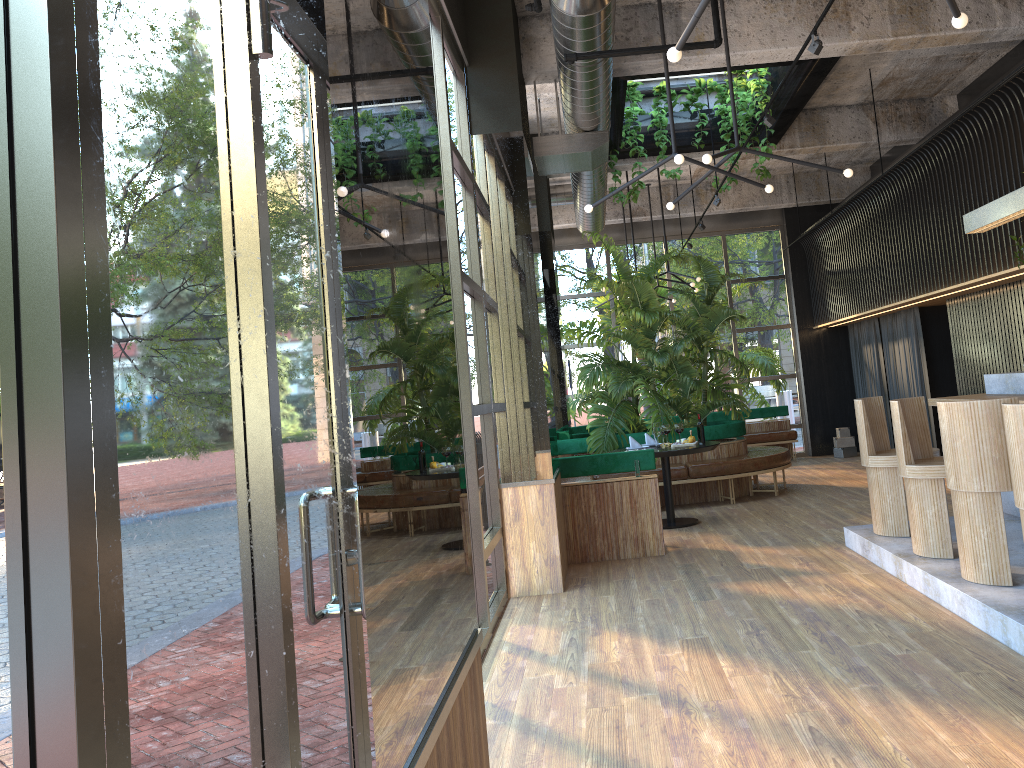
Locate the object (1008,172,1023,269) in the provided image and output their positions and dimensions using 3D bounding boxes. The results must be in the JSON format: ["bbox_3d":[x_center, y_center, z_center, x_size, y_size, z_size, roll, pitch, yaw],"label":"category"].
[{"bbox_3d":[3.874,-0.734,6.205,0.639,1.556,0.612,-9,-6,41],"label":"object"}]

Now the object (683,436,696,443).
[{"bbox_3d":[1.739,0.544,8.716,0.099,0.064,0.162,-4,-2,-26],"label":"object"}]

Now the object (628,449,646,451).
[{"bbox_3d":[1.202,0.633,8.488,0.255,0.019,0.157,-5,-1,2],"label":"object"}]

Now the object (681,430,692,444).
[{"bbox_3d":[1.700,0.516,8.628,0.143,0.124,0.097,-4,-4,-17],"label":"object"}]

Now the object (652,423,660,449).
[{"bbox_3d":[1.413,0.502,8.655,0.095,0.246,0.090,-4,-5,-14],"label":"object"}]

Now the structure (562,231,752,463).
[{"bbox_3d":[1.797,-0.283,11.121,2.486,3.451,2.600,-4,-4,-12],"label":"structure"}]

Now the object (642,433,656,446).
[{"bbox_3d":[1.435,0.566,9.073,0.239,0.139,0.226,-5,-2,-13],"label":"object"}]

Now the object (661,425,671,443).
[{"bbox_3d":[1.565,0.516,8.996,0.104,0.202,0.100,-4,-4,-8],"label":"object"}]

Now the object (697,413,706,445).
[{"bbox_3d":[1.824,0.435,8.593,0.066,0.300,0.070,-7,-5,19],"label":"object"}]

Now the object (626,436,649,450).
[{"bbox_3d":[1.232,0.580,8.749,0.239,0.139,0.226,-5,-2,-13],"label":"object"}]

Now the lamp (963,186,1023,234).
[{"bbox_3d":[4.483,-2.399,3.862,5.010,2.141,6.679,-5,-1,-2],"label":"lamp"}]

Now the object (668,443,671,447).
[{"bbox_3d":[1.545,0.598,8.703,0.032,0.031,0.040,-7,-3,28],"label":"object"}]

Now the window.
[{"bbox_3d":[1.450,-1.966,4.561,4.130,6.519,20.340,-5,-1,5],"label":"window"}]

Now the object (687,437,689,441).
[{"bbox_3d":[1.788,0.558,8.914,0.058,0.072,0.208,-5,-1,-5],"label":"object"}]

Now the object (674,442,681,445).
[{"bbox_3d":[1.638,0.579,8.715,0.101,0.013,0.223,-6,-1,9],"label":"object"}]

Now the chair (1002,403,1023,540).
[{"bbox_3d":[2.599,0.551,4.056,0.573,0.973,0.519,-2,-5,-37],"label":"chair"}]

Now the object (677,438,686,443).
[{"bbox_3d":[1.721,0.561,8.817,0.192,0.038,0.064,-6,-2,36],"label":"object"}]

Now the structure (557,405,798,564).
[{"bbox_3d":[2.772,0.398,4.359,6.017,1.555,20.091,-6,-1,5],"label":"structure"}]

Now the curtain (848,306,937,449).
[{"bbox_3d":[5.282,0.039,12.510,0.121,2.067,3.270,-5,-2,5],"label":"curtain"}]

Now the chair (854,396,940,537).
[{"bbox_3d":[2.813,0.572,6.423,0.537,0.973,0.555,-6,-4,13],"label":"chair"}]

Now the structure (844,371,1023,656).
[{"bbox_3d":[5.066,0.072,3.495,5.837,1.737,7.115,-5,-1,3],"label":"structure"}]

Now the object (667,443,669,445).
[{"bbox_3d":[1.555,0.598,8.793,0.032,0.032,0.037,-5,-3,1],"label":"object"}]

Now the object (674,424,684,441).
[{"bbox_3d":[1.690,0.503,8.954,0.104,0.202,0.100,-4,-4,-8],"label":"object"}]

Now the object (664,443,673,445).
[{"bbox_3d":[1.556,0.601,8.857,0.096,0.028,0.130,-6,-1,18],"label":"object"}]

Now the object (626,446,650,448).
[{"bbox_3d":[1.261,0.636,8.993,0.165,0.019,0.242,-5,-1,-37],"label":"object"}]

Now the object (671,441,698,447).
[{"bbox_3d":[1.696,0.590,8.717,0.234,0.019,0.359,-6,-1,14],"label":"object"}]

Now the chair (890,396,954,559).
[{"bbox_3d":[2.735,0.565,5.616,0.567,0.973,0.525,-3,-4,-22],"label":"chair"}]

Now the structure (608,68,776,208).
[{"bbox_3d":[2.090,-2.776,9.886,2.075,1.523,1.471,-7,-3,31],"label":"structure"}]

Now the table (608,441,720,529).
[{"bbox_3d":[1.522,0.994,8.674,1.148,0.754,1.048,-4,-3,-29],"label":"table"}]

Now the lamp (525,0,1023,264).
[{"bbox_3d":[2.158,-2.393,9.124,3.790,1.537,9.997,-5,-1,2],"label":"lamp"}]

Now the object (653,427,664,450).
[{"bbox_3d":[1.406,0.518,8.486,0.100,0.210,0.110,-8,-5,37],"label":"object"}]

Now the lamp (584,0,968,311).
[{"bbox_3d":[2.762,-2.366,4.836,5.075,1.830,18.882,-6,-1,5],"label":"lamp"}]

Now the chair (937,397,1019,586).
[{"bbox_3d":[2.680,0.557,4.868,0.526,0.973,0.566,-7,-4,26],"label":"chair"}]

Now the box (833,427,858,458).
[{"bbox_3d":[5.092,0.893,13.609,0.337,0.444,0.274,-5,-4,-9],"label":"box"}]

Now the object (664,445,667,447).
[{"bbox_3d":[1.512,0.608,8.764,0.032,0.019,0.038,-6,-2,15],"label":"object"}]
